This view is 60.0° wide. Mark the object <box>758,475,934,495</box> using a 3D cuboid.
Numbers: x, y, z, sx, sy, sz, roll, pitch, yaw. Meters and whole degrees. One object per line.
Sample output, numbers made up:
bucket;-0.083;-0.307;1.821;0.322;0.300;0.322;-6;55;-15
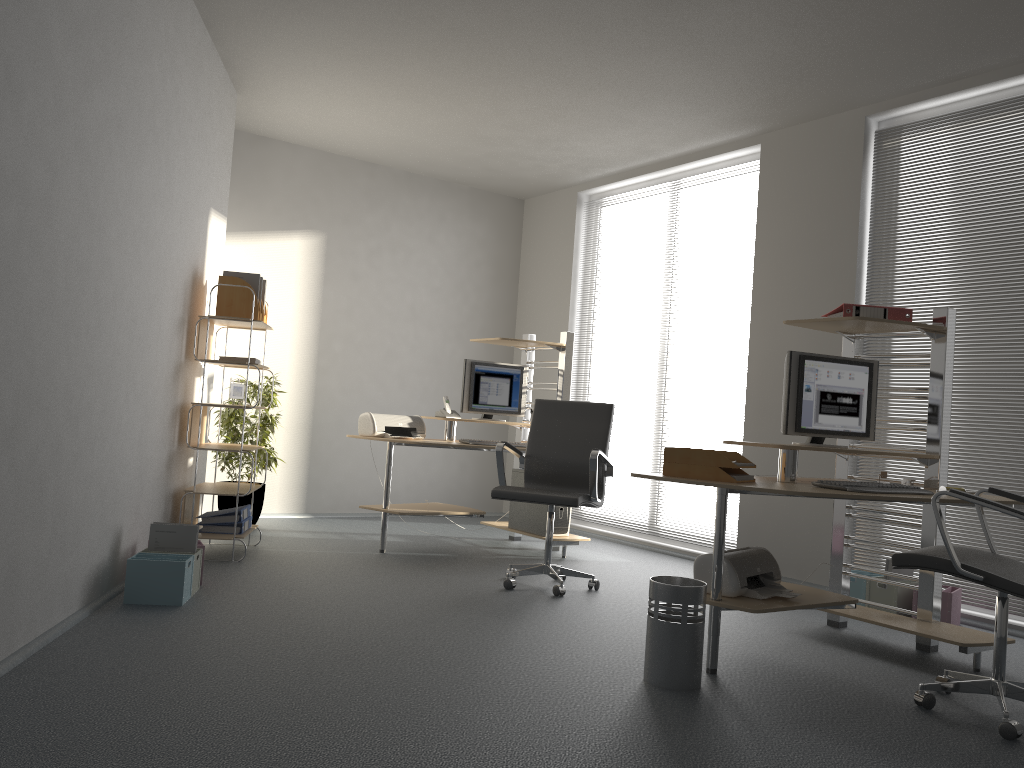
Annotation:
object;1.328;0.442;3.816;0.478;0.082;0.814;5;-2;-27

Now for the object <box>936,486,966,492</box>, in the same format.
object;1.921;0.461;3.866;0.132;0.026;0.132;6;-3;-35

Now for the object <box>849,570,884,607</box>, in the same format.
object;1.969;1.162;4.967;0.245;0.202;0.185;6;-3;-35

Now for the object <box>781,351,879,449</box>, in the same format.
object;1.446;0.082;4.106;0.516;0.418;0.245;5;-2;-13

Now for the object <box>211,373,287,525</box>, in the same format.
object;-1.912;0.470;6.451;0.544;1.147;0.644;4;-2;-6

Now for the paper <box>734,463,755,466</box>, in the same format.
paper;0.806;0.316;3.605;0.297;0.010;0.210;3;-3;34

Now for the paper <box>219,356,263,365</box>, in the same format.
paper;-1.659;-0.136;5.437;0.213;0.046;0.297;4;-2;-8

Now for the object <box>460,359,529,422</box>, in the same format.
object;-0.142;0.055;6.378;0.516;0.418;0.245;5;-2;-20

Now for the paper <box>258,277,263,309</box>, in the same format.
paper;-1.648;-0.516;5.433;0.213;0.297;0.045;4;-2;-7

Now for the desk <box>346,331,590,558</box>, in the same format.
desk;-0.242;0.352;5.984;1.469;1.566;0.967;6;-3;-35

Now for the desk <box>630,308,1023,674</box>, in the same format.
desk;1.357;0.378;3.692;1.469;1.566;0.967;6;-3;-35

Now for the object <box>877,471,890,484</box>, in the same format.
object;1.692;0.432;4.037;0.054;0.064;0.159;3;-2;22

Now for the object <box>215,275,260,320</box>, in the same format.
object;-1.626;-0.500;5.290;0.243;0.259;0.113;4;-2;-10

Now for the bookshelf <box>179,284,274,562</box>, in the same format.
bookshelf;-1.685;0.226;5.327;0.381;1.572;0.724;4;-2;-7

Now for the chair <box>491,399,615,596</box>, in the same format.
chair;0.230;0.606;4.969;0.584;1.048;0.652;3;-2;21

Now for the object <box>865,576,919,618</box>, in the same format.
object;2.074;1.164;4.815;0.245;0.202;0.185;6;-3;-35

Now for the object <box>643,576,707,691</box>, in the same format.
object;0.598;0.912;3.251;0.208;0.377;0.208;4;-2;9

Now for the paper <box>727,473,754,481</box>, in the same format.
paper;0.802;0.368;3.603;0.297;0.019;0.210;3;-3;34

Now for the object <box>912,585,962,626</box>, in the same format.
object;2.225;1.168;4.645;0.185;0.202;0.245;2;-3;37

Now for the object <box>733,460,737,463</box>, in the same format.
object;0.891;0.312;3.547;0.008;0.009;0.159;3;-2;19

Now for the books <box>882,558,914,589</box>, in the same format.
books;2.088;1.093;4.805;0.220;0.306;0.068;6;-3;-35

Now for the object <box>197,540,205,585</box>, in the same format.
object;-1.657;0.883;4.361;0.245;0.202;0.185;5;-2;-26

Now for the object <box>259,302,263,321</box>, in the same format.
object;-1.645;-0.497;5.412;0.243;0.259;0.113;4;-2;-7

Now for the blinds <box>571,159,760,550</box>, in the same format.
blinds;1.106;-0.213;6.929;0.037;2.749;1.950;6;-3;-35

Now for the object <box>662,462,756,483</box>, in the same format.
object;0.802;0.356;3.604;0.309;0.060;0.225;3;-3;34

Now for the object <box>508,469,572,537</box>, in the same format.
object;0.202;0.825;6.205;0.199;0.422;0.471;6;-3;-35

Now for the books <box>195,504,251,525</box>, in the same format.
books;-1.719;0.778;5.294;0.263;0.100;0.320;4;-2;-7

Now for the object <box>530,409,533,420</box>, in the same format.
object;0.206;0.220;6.355;0.154;0.135;0.093;4;-2;2

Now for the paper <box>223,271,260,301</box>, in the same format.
paper;-1.629;-0.520;5.310;0.213;0.297;0.045;4;-2;-10

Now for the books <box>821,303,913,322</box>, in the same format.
books;1.654;-0.315;4.152;0.320;0.072;0.262;4;-2;-3

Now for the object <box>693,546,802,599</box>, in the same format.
object;0.995;0.770;3.619;0.351;0.162;0.438;2;-3;39

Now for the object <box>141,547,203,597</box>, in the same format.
object;-1.597;0.879;4.142;0.245;0.202;0.185;4;-2;-8

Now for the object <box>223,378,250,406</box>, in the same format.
object;-1.650;0.047;5.329;0.077;0.161;0.192;4;-2;11

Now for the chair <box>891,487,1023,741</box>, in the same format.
chair;1.755;0.645;3.134;0.652;1.048;0.584;2;-3;41

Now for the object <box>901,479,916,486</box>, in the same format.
object;1.795;0.450;4.017;0.022;0.042;0.134;4;-2;7

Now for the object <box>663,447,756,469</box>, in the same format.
object;0.806;0.299;3.606;0.309;0.060;0.225;3;-3;34

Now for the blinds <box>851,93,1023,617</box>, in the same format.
blinds;2.710;-0.185;4.633;0.022;2.770;1.950;6;-3;-35

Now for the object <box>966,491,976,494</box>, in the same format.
object;1.987;0.475;3.915;0.011;0.011;0.158;6;-3;-38

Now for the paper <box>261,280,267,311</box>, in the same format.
paper;-1.657;-0.512;5.557;0.213;0.297;0.045;4;-2;-4

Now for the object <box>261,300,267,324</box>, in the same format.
object;-1.656;-0.493;5.536;0.243;0.259;0.113;4;-2;-4

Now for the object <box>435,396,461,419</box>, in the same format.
object;-0.440;0.159;6.143;0.119;0.151;0.150;2;-3;41

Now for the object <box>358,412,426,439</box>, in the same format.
object;-0.752;0.282;5.921;0.438;0.162;0.351;6;-3;-43

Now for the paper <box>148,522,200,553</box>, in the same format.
paper;-1.594;0.809;4.160;0.220;0.306;0.068;4;-2;-8

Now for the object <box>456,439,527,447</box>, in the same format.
object;-0.230;0.419;6.116;0.478;0.082;0.814;5;-2;-27

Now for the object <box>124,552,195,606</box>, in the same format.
object;-1.571;0.874;3.959;0.245;0.202;0.185;4;-2;-8

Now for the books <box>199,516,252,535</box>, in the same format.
books;-1.713;0.834;5.293;0.262;0.072;0.320;4;-2;-7
